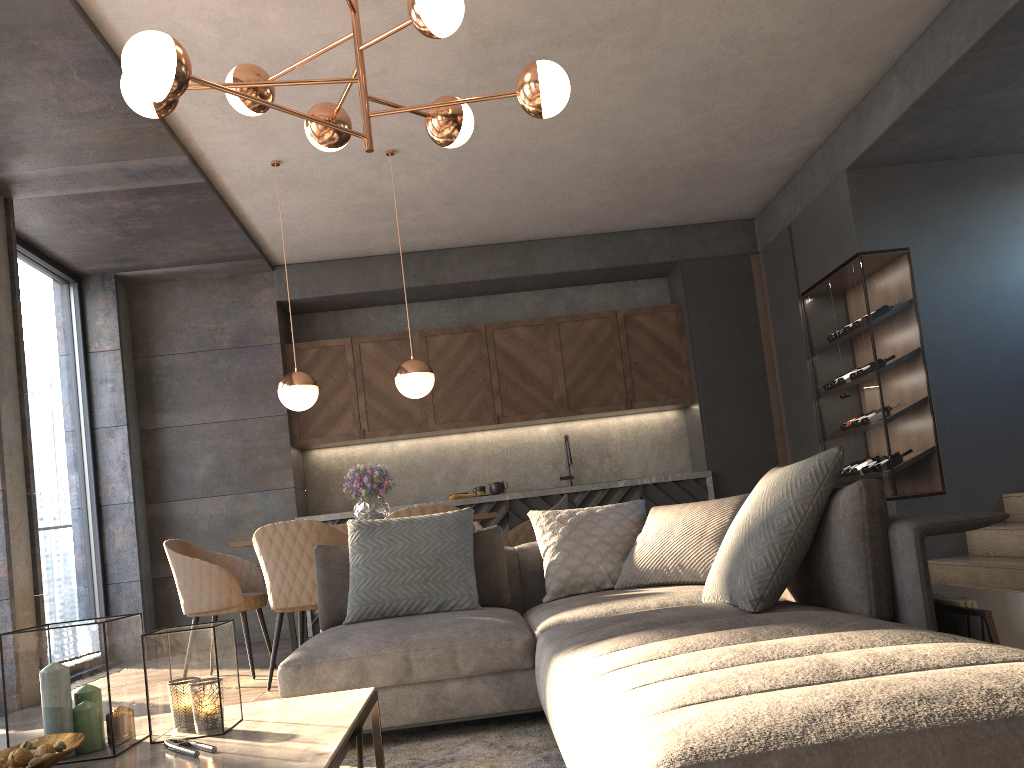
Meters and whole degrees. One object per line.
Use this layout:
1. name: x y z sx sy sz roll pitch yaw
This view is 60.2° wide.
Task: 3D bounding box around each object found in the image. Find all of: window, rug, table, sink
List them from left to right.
1. window: -3.051 0.034 3.173 0.199 2.972 7.344 -6 -9 -4
2. table: -0.755 0.871 1.683 0.929 0.306 0.940 -6 -9 -3
3. rug: -0.518 1.073 2.109 1.728 0.020 3.177 -6 -9 -4
4. table: -0.785 1.229 5.200 1.465 0.763 0.776 -6 -7 -3
5. sink: 0.575 0.681 7.531 0.961 0.543 0.465 -6 -6 -3

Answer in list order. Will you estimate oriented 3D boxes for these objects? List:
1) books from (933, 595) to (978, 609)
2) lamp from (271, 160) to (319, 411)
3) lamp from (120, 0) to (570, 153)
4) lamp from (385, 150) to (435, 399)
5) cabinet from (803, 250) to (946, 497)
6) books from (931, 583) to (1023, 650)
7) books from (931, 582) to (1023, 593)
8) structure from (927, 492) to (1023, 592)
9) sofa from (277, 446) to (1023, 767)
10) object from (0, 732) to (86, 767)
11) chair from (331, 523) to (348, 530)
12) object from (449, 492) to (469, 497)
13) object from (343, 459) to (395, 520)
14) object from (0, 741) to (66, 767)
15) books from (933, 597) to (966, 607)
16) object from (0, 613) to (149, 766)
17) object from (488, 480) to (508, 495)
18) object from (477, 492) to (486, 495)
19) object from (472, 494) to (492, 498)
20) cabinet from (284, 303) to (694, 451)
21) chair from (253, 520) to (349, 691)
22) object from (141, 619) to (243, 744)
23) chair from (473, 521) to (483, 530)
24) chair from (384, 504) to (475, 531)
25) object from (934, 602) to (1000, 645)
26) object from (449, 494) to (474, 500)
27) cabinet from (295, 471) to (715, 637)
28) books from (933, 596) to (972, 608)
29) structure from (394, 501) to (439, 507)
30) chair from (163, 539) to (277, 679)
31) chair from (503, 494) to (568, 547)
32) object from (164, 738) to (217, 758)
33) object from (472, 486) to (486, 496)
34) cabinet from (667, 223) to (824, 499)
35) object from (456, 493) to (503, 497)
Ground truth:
1. books: 1.170 0.750 2.435 0.079 0.350 0.573 -6 -8 -4
2. lamp: -1.358 -0.597 5.347 0.239 1.533 0.240 -7 -4 2
3. lamp: -0.678 -1.281 3.211 1.460 1.030 1.026 -3 -8 -27
4. lamp: -0.663 -0.672 5.386 0.238 1.533 0.241 -4 -5 -28
5. cabinet: 2.505 0.006 6.216 0.337 1.573 1.008 -6 -6 -4
6. books: 1.251 0.740 2.439 0.064 0.352 0.573 -6 -8 -4
7. books: 1.264 0.737 2.432 0.064 0.352 0.573 -6 -8 -4
8. structure: 3.735 0.338 4.983 2.258 1.412 1.522 -6 -7 -3
9. sofa: 0.237 0.676 2.600 2.022 0.777 2.942 -6 -9 -4
10. object: -0.918 0.663 1.508 0.346 0.083 0.351 -2 -10 -26
11. chair: -1.077 1.323 5.772 0.554 0.830 0.515 -6 -6 -9
12. object: -0.451 0.961 7.520 0.156 0.067 0.118 -4 -8 -18
13. object: -0.843 0.654 5.273 0.297 0.406 0.332 -3 -7 -33
14. object: -0.915 0.664 1.499 0.277 0.071 0.328 -4 -9 -14
15. books: 1.136 0.753 2.438 0.062 0.352 0.573 -6 -8 -4
16. object: -0.879 0.616 1.794 0.199 0.259 0.198 -6 -6 -3
17. object: -0.121 0.892 7.531 0.136 0.136 0.154 -3 -8 -31
18. object: -0.253 0.920 7.356 0.120 0.045 0.117 -7 -9 2
19. object: -0.252 0.938 7.355 0.171 0.020 0.171 -10 -10 22
20. cabinet: -0.189 -0.057 7.631 3.390 0.860 0.372 -6 -5 -3
21. chair: -1.041 1.130 4.620 0.556 0.830 0.514 -7 -6 6
22. object: -0.674 0.625 1.870 0.148 0.219 0.151 -6 -6 -3
23. chair: -0.431 1.251 5.786 0.555 0.830 0.515 -6 -6 -4
24. chair: -0.434 1.066 4.657 0.554 0.830 0.515 -6 -6 -9
25. object: 1.205 0.743 2.363 0.216 0.348 0.674 -6 -8 -4
26. object: -0.415 0.946 7.374 0.071 0.054 0.301 -12 -11 37
27. cabinet: -0.010 1.407 7.407 3.389 0.943 0.606 -6 -6 -3
28. books: 1.151 0.751 2.435 0.068 0.351 0.573 -6 -8 -4
29. structure: -0.890 1.036 7.410 0.610 0.017 0.510 -6 -9 -3
30. chair: -1.700 1.294 5.154 0.510 0.830 0.560 -7 -6 1
31. chair: 0.124 1.094 5.227 0.510 0.830 0.560 -7 -6 1
32. object: -0.622 0.694 1.690 0.046 0.012 0.183 1 -12 -41
33. object: -0.272 0.925 7.525 0.091 0.103 0.112 -10 -8 29
34. cabinet: 2.171 0.225 7.297 1.186 2.734 1.213 -6 -5 -3
35. object: -0.308 0.950 7.393 0.489 0.040 0.288 -5 -9 -8
